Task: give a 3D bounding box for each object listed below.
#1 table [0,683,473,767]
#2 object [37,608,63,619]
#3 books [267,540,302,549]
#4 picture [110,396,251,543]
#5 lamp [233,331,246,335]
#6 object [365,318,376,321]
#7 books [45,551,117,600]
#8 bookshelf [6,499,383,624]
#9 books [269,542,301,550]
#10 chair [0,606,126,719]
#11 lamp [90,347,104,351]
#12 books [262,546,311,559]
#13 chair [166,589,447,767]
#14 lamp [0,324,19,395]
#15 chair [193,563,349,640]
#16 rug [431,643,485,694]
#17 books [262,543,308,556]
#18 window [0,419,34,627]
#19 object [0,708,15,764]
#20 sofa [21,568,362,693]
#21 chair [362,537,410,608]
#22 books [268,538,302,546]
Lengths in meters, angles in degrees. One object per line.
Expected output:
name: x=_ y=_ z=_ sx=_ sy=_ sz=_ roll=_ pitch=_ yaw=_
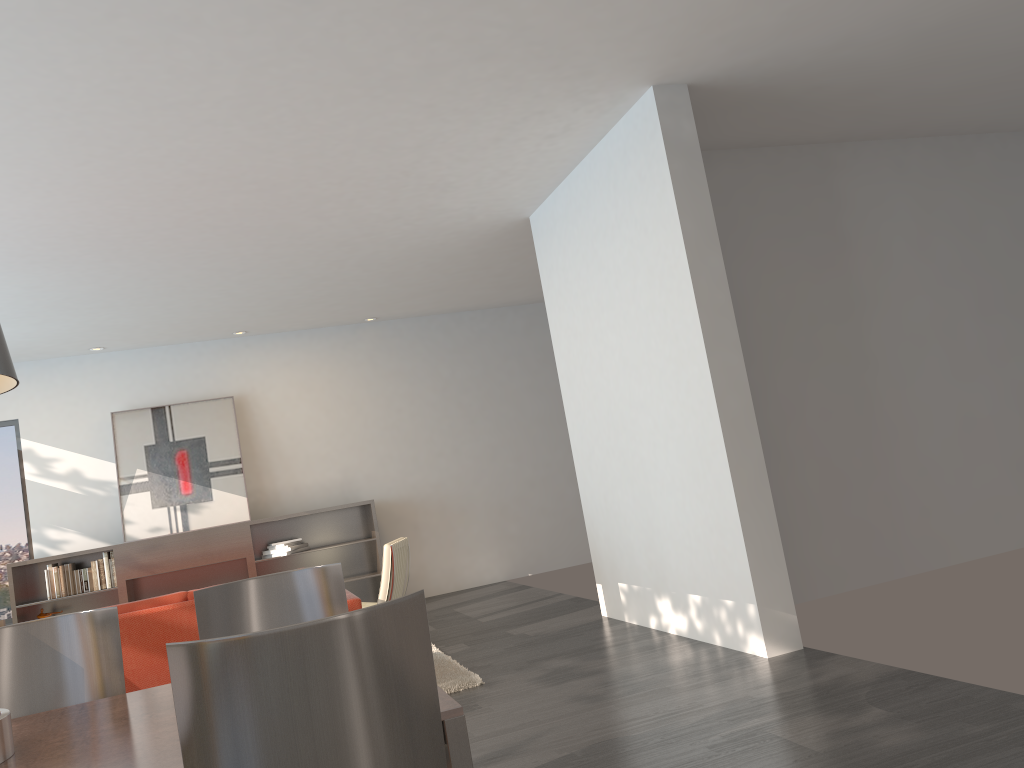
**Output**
table: x=-1.214 y=1.262 z=1.990 sx=2.152 sy=0.765 sz=1.170 roll=-8 pitch=-6 yaw=-18
object: x=-4.378 y=2.249 z=8.322 sx=0.245 sy=0.291 sz=0.201 roll=-10 pitch=-6 yaw=2
books: x=-2.307 y=1.628 z=9.011 sx=0.210 sy=0.020 sz=0.300 roll=-12 pitch=-6 yaw=22
picture: x=-3.382 y=0.847 z=9.058 sx=1.209 sy=1.339 sz=0.268 roll=-8 pitch=-7 yaw=-18
lamp: x=-2.901 y=-0.542 z=9.435 sx=0.129 sy=0.010 sz=0.129 roll=-13 pitch=-7 yaw=27
object: x=-1.586 y=-0.722 z=9.928 sx=0.129 sy=0.010 sz=0.129 roll=-13 pitch=-7 yaw=27
books: x=-4.072 y=1.807 z=8.432 sx=0.592 sy=0.340 sz=0.324 roll=-8 pitch=-6 yaw=-18
bookshelf: x=-3.001 y=2.028 z=8.820 sx=3.388 sy=1.164 sz=0.569 roll=-8 pitch=-7 yaw=-18
books: x=-2.304 y=1.648 z=9.009 sx=0.210 sy=0.020 sz=0.300 roll=-11 pitch=-6 yaw=12
chair: x=-1.325 y=1.175 z=2.485 sx=0.548 sy=0.968 sz=0.613 roll=-8 pitch=-6 yaw=-18
lamp: x=-4.219 y=-0.354 z=9.007 sx=0.129 sy=0.010 sz=0.129 roll=-13 pitch=-7 yaw=27
books: x=-2.293 y=1.713 z=9.002 sx=0.314 sy=0.038 sz=0.398 roll=-12 pitch=-6 yaw=21
chair: x=-0.360 y=0.930 z=1.762 sx=0.548 sy=0.968 sz=0.613 roll=-8 pitch=-6 yaw=-18
lamp: x=-1.637 y=-0.748 z=2.207 sx=0.567 sy=1.581 sz=0.567 roll=-11 pitch=-6 yaw=11
chair: x=-0.666 y=1.081 z=2.699 sx=0.548 sy=0.968 sz=0.613 roll=-8 pitch=-6 yaw=-18
rug: x=-2.372 y=2.209 z=5.969 sx=3.773 sy=0.043 sz=2.980 roll=-8 pitch=-6 yaw=-18
books: x=-2.299 y=1.676 z=9.006 sx=0.314 sy=0.038 sz=0.398 roll=-11 pitch=-6 yaw=12
window: x=-5.498 y=1.342 z=8.681 sx=1.410 sy=3.343 sz=0.065 roll=-8 pitch=-7 yaw=-18
object: x=-1.388 y=0.827 z=2.026 sx=0.426 sy=0.154 sz=0.427 roll=-13 pitch=-7 yaw=26
sofa: x=-2.164 y=1.639 z=4.970 sx=2.598 sy=0.853 sz=1.036 roll=-8 pitch=-6 yaw=-18
chair: x=-1.070 y=1.624 z=6.643 sx=0.707 sy=0.818 sz=0.699 roll=-10 pitch=-6 yaw=2
books: x=-2.311 y=1.608 z=9.014 sx=0.300 sy=0.020 sz=0.210 roll=-7 pitch=-7 yaw=-28
